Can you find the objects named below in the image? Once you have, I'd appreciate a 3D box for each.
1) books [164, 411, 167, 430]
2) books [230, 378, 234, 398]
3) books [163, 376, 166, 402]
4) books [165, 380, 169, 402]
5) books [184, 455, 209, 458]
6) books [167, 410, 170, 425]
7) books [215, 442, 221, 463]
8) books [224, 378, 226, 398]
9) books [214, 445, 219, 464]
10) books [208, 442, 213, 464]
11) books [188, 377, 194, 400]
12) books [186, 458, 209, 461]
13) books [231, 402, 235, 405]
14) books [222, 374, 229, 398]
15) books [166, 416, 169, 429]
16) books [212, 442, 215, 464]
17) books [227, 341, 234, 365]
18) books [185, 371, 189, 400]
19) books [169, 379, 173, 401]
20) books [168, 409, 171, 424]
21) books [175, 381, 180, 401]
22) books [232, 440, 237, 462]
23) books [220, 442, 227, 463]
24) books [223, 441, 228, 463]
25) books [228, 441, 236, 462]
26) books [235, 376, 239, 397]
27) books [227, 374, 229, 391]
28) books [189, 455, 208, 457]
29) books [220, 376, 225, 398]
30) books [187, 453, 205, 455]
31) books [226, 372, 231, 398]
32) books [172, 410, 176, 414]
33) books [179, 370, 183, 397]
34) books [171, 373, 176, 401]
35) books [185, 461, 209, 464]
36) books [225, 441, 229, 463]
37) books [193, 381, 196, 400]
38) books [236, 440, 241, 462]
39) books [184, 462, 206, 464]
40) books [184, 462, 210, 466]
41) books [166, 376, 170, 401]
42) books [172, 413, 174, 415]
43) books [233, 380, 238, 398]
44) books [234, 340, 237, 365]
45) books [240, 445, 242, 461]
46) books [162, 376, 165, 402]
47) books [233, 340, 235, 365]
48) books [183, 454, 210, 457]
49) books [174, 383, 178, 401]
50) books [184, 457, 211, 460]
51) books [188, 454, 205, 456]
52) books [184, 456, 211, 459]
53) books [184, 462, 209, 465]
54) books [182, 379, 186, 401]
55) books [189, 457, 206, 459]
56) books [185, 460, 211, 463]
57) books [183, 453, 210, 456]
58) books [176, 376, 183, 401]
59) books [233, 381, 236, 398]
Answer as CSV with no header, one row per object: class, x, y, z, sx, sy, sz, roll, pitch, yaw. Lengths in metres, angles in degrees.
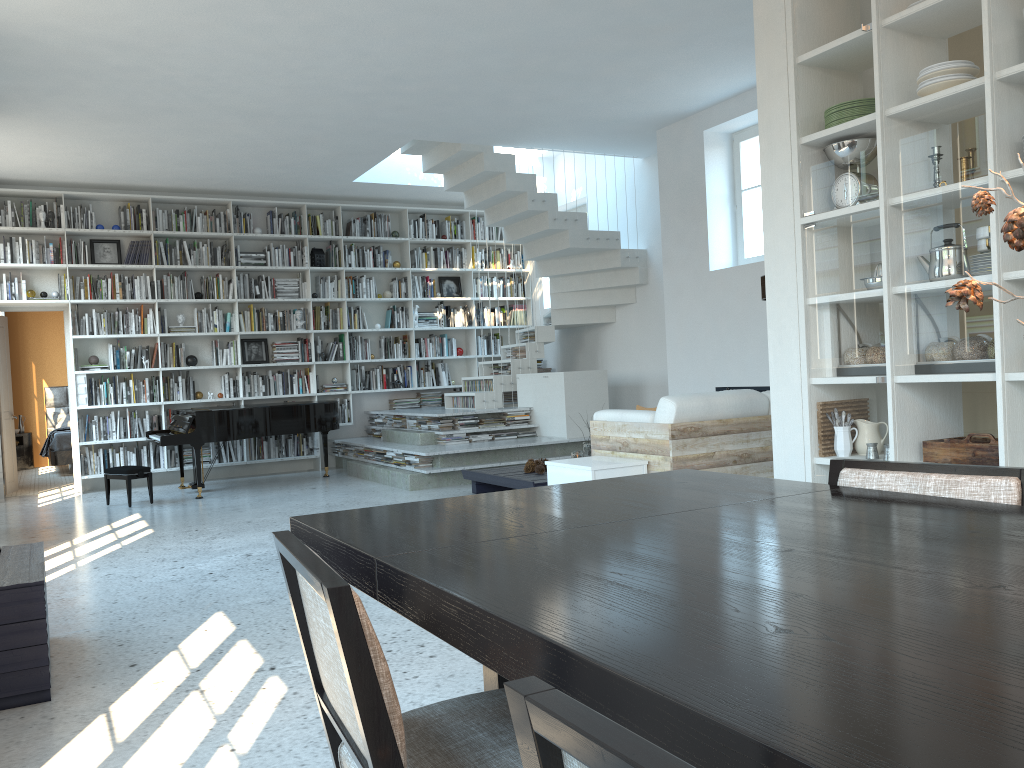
books,-3.820,0.434,9.757,0.023,0.266,0.134,-4,1,-28
books,-3.198,0.047,10.073,0.029,0.221,0.153,-4,1,-28
books,-3.826,0.052,9.741,0.013,0.283,0.146,-4,1,-28
books,-3.805,0.073,9.749,0.030,0.239,0.157,-4,1,-28
books,-3.529,0.808,9.906,0.254,0.007,0.161,-3,1,-27
books,-3.780,0.424,9.770,0.010,0.282,0.149,-4,1,-28
books,-3.322,0.770,10.016,0.028,0.238,0.136,-4,1,-28
books,-3.270,0.049,10.054,0.015,0.225,0.148,-4,1,-28
books,-3.341,0.789,9.992,0.029,0.202,0.178,-4,1,-28
books,-3.387,0.766,9.965,0.012,0.254,0.161,-4,1,-28
books,-3.574,0.049,9.867,0.027,0.261,0.163,-4,1,-28
books,-3.524,0.835,9.901,0.254,0.007,0.161,-3,1,-32
books,-3.164,0.369,10.088,0.013,0.320,0.173,-4,1,-28
books,-3.244,0.026,10.047,0.027,0.269,0.159,-4,1,-28
books,-3.795,0.459,9.764,0.026,0.213,0.140,-4,1,-28
books,-3.376,0.759,9.988,0.031,0.265,0.144,-4,1,-28
books,-3.196,-0.344,10.076,0.027,0.269,0.178,-4,1,-28
books,-3.611,0.017,9.849,0.050,0.328,0.166,-4,1,-28
books,-3.763,0.066,9.771,0.042,0.248,0.162,-4,1,-28
books,-3.772,0.420,9.778,0.013,0.288,0.161,-4,1,-28
books,-3.700,0.079,9.804,0.021,0.215,0.172,-4,1,-28
books,-3.163,0.750,10.106,0.025,0.259,0.132,-4,1,-28
books,-3.279,0.760,10.026,0.062,0.253,0.177,-4,1,-28
books,-3.245,0.769,10.041,0.011,0.232,0.174,-4,1,-28
books,-3.200,0.744,10.071,0.073,0.276,0.181,-4,1,-28
books,-3.145,0.033,10.138,0.019,0.242,0.107,-4,1,-28
books,-3.235,0.021,10.068,0.010,0.277,0.155,-4,1,-28
books,-3.529,0.801,9.906,0.285,0.007,0.159,-3,1,-27
books,-3.279,0.035,10.040,0.012,0.254,0.161,-4,1,-28
books,-3.533,0.777,9.904,0.254,0.006,0.161,-3,1,-29
books,-3.223,0.013,10.070,0.014,0.291,0.132,-4,1,-28
books,-3.729,0.425,9.810,0.026,0.273,0.146,-4,1,-28
books,-3.675,0.015,9.843,0.013,0.339,0.138,-4,1,-28
books,-3.740,0.032,9.783,0.014,0.313,0.166,-4,1,-28
books,-3.527,0.870,9.907,0.254,0.007,0.161,-3,1,-27
books,-3.232,0.747,10.039,0.012,0.275,0.180,-4,1,-28
books,-3.558,0.072,9.892,0.023,0.212,0.160,-4,1,-28
books,-3.127,0.748,10.090,0.024,0.260,0.189,-4,1,-28
books,-3.528,0.877,9.909,0.254,0.007,0.161,-3,1,-28
books,-3.527,0.891,9.910,0.285,0.007,0.159,-3,1,-28
books,-3.783,0.055,9.751,0.012,0.272,0.181,-4,1,-28
books,-3.737,0.444,9.776,0.023,0.237,0.173,-4,1,-28
books,-3.150,0.054,10.106,0.024,0.201,0.158,-4,1,-28
books,-3.162,-0.352,10.086,0.021,0.281,0.162,-4,1,-28
books,-3.111,0.787,10.117,0.024,0.180,0.171,-4,1,-28
books,-3.842,0.057,9.743,0.013,0.275,0.147,-4,1,-28
books,-3.175,-0.350,10.076,0.011,0.279,0.187,-4,1,-28
books,-3.531,0.794,9.908,0.285,0.007,0.159,-3,1,-28
books,-3.722,0.090,9.797,0.024,0.196,0.157,-4,1,-28
books,-3.525,0.828,9.901,0.285,0.007,0.159,-3,1,-32
books,-3.533,0.788,9.906,0.254,0.006,0.161,-3,1,-28
books,-3.524,0.815,9.898,0.285,0.007,0.159,-3,1,-33
books,-3.523,0.884,9.902,0.254,0.007,0.161,-3,1,-24
books,-3.651,0.063,9.846,0.028,0.241,0.135,-4,1,-28
books,-3.528,0.822,9.907,0.254,0.007,0.161,-3,1,-27
books,-3.524,0.863,9.901,0.285,0.007,0.159,-3,1,-32
books,-3.532,0.783,9.902,0.285,0.005,0.159,-3,1,-30
books,-3.679,0.051,9.812,0.027,0.269,0.185,-4,1,-28
books,-3.181,0.059,10.105,0.031,0.195,0.142,-4,1,-28
